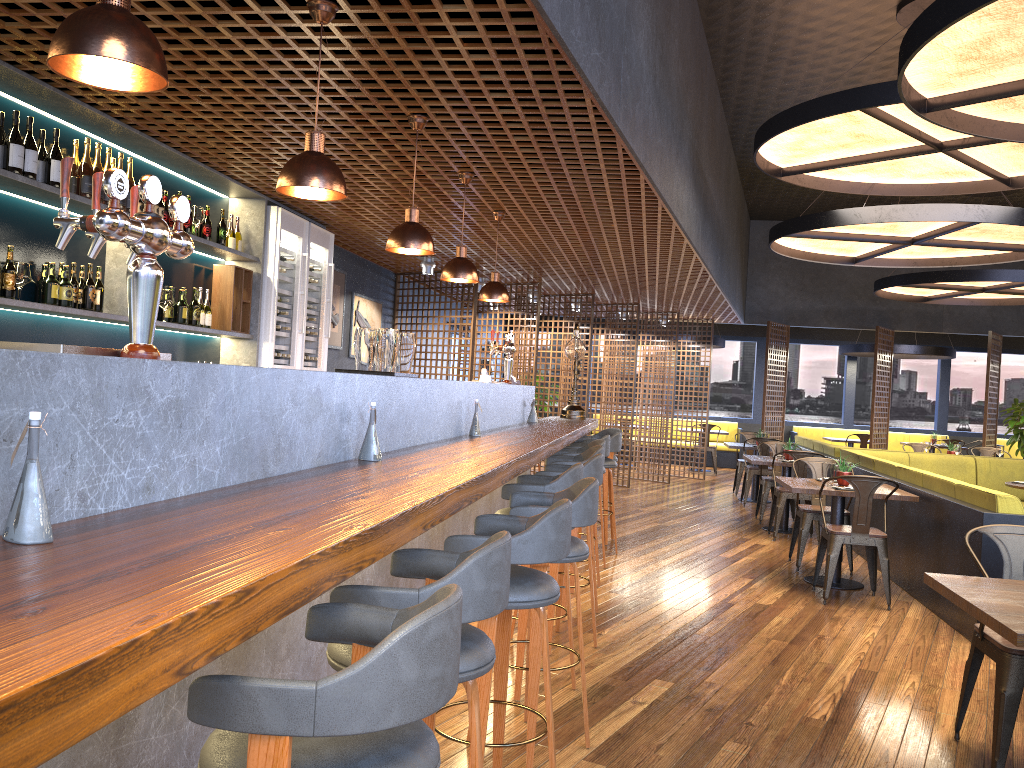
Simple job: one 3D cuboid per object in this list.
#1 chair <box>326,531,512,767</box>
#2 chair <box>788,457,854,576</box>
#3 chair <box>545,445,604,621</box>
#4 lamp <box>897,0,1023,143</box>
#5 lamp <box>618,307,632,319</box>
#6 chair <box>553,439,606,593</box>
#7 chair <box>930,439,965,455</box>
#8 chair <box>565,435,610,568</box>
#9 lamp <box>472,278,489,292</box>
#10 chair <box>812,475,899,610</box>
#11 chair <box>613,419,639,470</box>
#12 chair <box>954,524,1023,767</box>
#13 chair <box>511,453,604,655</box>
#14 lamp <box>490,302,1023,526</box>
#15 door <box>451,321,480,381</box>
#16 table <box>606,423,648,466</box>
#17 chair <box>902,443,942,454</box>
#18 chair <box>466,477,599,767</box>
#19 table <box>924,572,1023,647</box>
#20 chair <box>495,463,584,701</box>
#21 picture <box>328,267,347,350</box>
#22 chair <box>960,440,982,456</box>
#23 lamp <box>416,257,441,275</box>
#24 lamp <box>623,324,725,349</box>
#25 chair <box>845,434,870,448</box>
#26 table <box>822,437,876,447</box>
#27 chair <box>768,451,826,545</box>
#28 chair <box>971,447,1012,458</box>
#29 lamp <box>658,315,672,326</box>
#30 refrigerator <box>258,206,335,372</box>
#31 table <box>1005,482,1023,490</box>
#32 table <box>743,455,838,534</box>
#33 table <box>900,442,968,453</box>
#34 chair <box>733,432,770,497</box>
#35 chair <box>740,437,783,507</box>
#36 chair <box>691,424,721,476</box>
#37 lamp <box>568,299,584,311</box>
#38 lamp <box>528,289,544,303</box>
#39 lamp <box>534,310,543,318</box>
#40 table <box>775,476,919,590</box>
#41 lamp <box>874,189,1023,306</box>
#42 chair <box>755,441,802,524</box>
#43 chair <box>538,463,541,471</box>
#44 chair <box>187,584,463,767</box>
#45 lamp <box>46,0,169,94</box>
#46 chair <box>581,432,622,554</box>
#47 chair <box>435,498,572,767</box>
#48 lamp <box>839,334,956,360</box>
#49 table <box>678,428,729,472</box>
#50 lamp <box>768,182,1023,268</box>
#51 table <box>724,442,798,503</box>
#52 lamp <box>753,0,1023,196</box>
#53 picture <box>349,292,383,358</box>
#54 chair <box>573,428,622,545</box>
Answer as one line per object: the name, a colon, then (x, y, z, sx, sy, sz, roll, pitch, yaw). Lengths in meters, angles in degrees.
chair: (-0.249, 0.856, 2.071, 0.438, 1.048, 0.483, 3, 0, -20)
chair: (2.635, 1.101, 7.543, 0.504, 0.917, 0.541, 3, 0, 9)
chair: (0.323, 0.898, 5.573, 0.438, 1.048, 0.483, 3, 0, -31)
lamp: (3.244, -2.159, 3.889, 2.778, 1.475, 2.778, 3, 0, -26)
lamp: (1.752, -1.106, 13.902, 0.228, 0.172, 0.228, 3, 0, 9)
chair: (0.413, 0.904, 6.274, 0.438, 1.048, 0.483, 3, 0, 23)
chair: (7.551, 1.404, 15.418, 0.504, 0.917, 0.541, 3, 0, 9)
chair: (0.530, 0.913, 7.042, 0.438, 1.048, 0.483, 3, 0, -20)
lamp: (-0.409, -1.238, 11.083, 0.228, 0.172, 0.228, 3, 0, 9)
chair: (2.440, 1.087, 6.314, 0.504, 0.917, 0.541, 3, 0, 9)
chair: (2.086, 1.090, 16.288, 0.504, 0.917, 0.541, 3, 0, 9)
chair: (2.093, 1.060, 3.550, 0.504, 0.917, 0.541, 3, 0, 9)
chair: (0.248, 0.891, 4.841, 0.438, 1.048, 0.483, 3, 0, 38)
lamp: (3.788, 0.279, 11.497, 9.057, 2.714, 3.017, 3, 0, 9)
door: (-0.852, 0.174, 15.079, 0.052, 2.386, 2.441, 3, 0, 9)
table: (2.202, 1.177, 16.976, 0.887, 0.763, 0.906, 3, 0, 9)
chair: (5.717, 1.290, 12.367, 0.504, 0.917, 0.541, 3, 0, 9)
chair: (0.088, 0.879, 3.446, 0.438, 1.048, 0.483, 3, 0, 29)
table: (1.950, 1.129, 2.925, 0.906, 0.763, 0.887, 3, 0, 9)
chair: (0.086, 0.881, 4.174, 0.438, 1.048, 0.483, 3, 0, -20)
picture: (-1.823, -0.765, 8.691, 0.028, 0.809, 1.039, 3, 0, 9)
chair: (8.258, 1.446, 16.001, 0.541, 0.917, 0.504, 3, 0, 9)
lamp: (-0.904, -1.270, 9.548, 0.228, 0.172, 0.228, 3, 0, 9)
lamp: (3.132, -1.830, 17.011, 1.979, 2.172, 1.979, 3, 0, 15)
chair: (6.141, 1.323, 15.642, 0.504, 0.917, 0.541, 3, 0, 9)
table: (6.245, 1.409, 16.332, 0.887, 0.763, 0.906, 3, 0, 9)
chair: (2.877, 1.118, 8.976, 0.504, 0.917, 0.541, 3, 0, 9)
chair: (6.611, 1.342, 12.224, 0.504, 0.917, 0.541, 3, 0, 9)
lamp: (2.552, -1.058, 14.844, 0.228, 0.172, 0.228, 3, 0, 9)
refrigerator: (-1.893, -0.285, 7.243, 0.454, 2.109, 1.159, 3, 0, 9)
table: (4.981, 1.316, 7.965, 1.007, 0.760, 1.007, 3, 0, -43)
table: (2.976, 1.205, 9.590, 0.887, 0.763, 0.906, 3, 0, 9)
table: (7.627, 1.489, 16.116, 0.906, 0.763, 0.887, 3, 0, 9)
chair: (3.472, 1.162, 12.865, 0.504, 0.917, 0.541, 3, 0, 9)
chair: (3.280, 1.148, 11.653, 0.504, 0.917, 0.541, 3, 0, 9)
chair: (3.496, 1.171, 16.063, 0.504, 0.917, 0.541, 3, 0, 9)
lamp: (0.937, -1.156, 12.992, 0.228, 0.172, 0.228, 3, 0, 9)
lamp: (0.303, -1.195, 12.032, 0.228, 0.172, 0.228, 3, 0, 9)
lamp: (0.415, -1.181, 14.981, 0.228, 0.172, 0.228, 3, 0, 9)
table: (2.554, 1.174, 6.924, 0.887, 0.763, 0.906, 3, 0, 9)
lamp: (6.475, -1.953, 12.105, 2.778, 1.475, 2.778, 3, 0, 9)
chair: (3.073, 1.132, 10.207, 0.504, 0.917, 0.541, 3, 0, 9)
chair: (0.103, 0.891, 8.374, 0.438, 1.048, 0.483, 3, 0, -20)
chair: (-0.330, 0.850, 1.480, 0.438, 1.048, 0.483, 3, 0, -20)
lamp: (-0.881, -1.026, 1.982, 0.250, 0.673, 0.250, 3, 0, -3)
chair: (0.692, 0.924, 7.645, 0.438, 1.048, 0.483, 3, 0, 38)
chair: (-0.066, 0.868, 2.734, 0.438, 1.048, 0.483, 3, 0, 38)
lamp: (7.151, -1.599, 16.371, 1.979, 2.172, 1.979, 3, 0, -36)
table: (3.583, 1.257, 16.756, 0.887, 0.763, 0.906, 3, 0, 9)
lamp: (4.061, -2.100, 8.903, 2.778, 1.475, 2.778, 3, 0, 13)
table: (3.395, 1.235, 12.258, 0.887, 0.763, 0.906, 3, 0, 9)
lamp: (3.320, -2.325, 6.794, 2.778, 1.159, 2.778, 3, 0, -31)
picture: (-1.627, -0.626, 9.971, 0.028, 0.697, 1.039, 3, 0, 9)
chair: (0.774, 0.930, 8.229, 0.438, 1.048, 0.483, 3, 0, 1)
